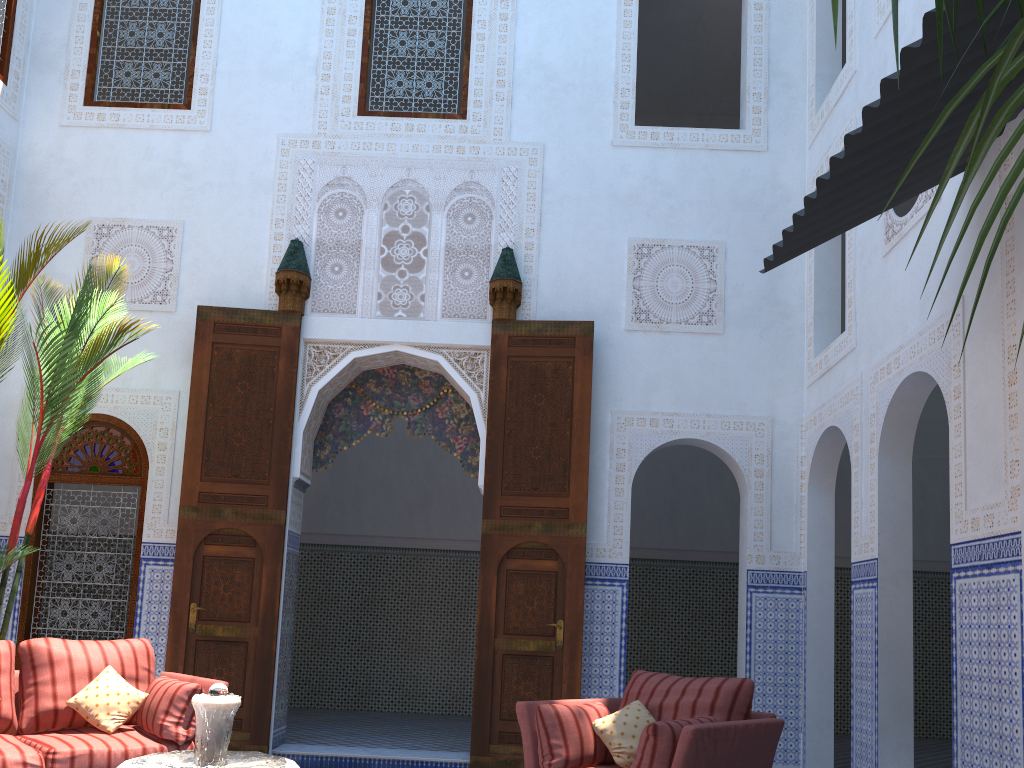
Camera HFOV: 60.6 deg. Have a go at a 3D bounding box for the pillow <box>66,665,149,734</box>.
[{"bbox_3d":[-1.640,1.278,3.558,0.279,0.254,0.151,3,-9,0],"label":"pillow"}]

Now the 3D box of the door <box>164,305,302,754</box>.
[{"bbox_3d":[-1.533,0.806,4.810,0.583,2.468,0.126,3,-7,-4],"label":"door"}]

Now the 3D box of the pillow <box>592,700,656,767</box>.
[{"bbox_3d":[0.441,1.297,3.247,0.262,0.229,0.169,7,-11,-21],"label":"pillow"}]

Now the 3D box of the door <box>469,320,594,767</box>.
[{"bbox_3d":[0.112,0.874,4.778,0.583,2.468,0.126,2,-7,6],"label":"door"}]

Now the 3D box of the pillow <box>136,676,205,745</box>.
[{"bbox_3d":[-1.413,1.338,3.612,0.190,0.238,0.400,12,-16,-42],"label":"pillow"}]

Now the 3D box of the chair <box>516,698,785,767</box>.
[{"bbox_3d":[0.534,1.482,3.260,0.738,0.530,0.820,14,-17,-42],"label":"chair"}]

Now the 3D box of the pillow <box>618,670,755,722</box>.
[{"bbox_3d":[0.651,1.309,3.383,0.305,0.371,0.588,12,-16,-42],"label":"pillow"}]

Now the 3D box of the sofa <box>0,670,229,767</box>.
[{"bbox_3d":[-1.906,1.403,3.383,1.384,0.530,0.739,16,-18,-42],"label":"sofa"}]

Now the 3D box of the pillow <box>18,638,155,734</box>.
[{"bbox_3d":[-1.794,1.279,3.713,0.307,0.393,0.570,-6,-15,41],"label":"pillow"}]

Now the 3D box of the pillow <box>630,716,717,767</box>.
[{"bbox_3d":[0.564,1.259,2.985,0.402,0.238,0.189,15,-15,-42],"label":"pillow"}]

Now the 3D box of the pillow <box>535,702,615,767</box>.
[{"bbox_3d":[0.245,1.335,3.304,0.386,0.248,0.189,14,-15,-42],"label":"pillow"}]

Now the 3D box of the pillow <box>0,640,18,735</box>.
[{"bbox_3d":[-2.195,1.162,3.329,0.591,0.371,0.304,15,-16,-43],"label":"pillow"}]
